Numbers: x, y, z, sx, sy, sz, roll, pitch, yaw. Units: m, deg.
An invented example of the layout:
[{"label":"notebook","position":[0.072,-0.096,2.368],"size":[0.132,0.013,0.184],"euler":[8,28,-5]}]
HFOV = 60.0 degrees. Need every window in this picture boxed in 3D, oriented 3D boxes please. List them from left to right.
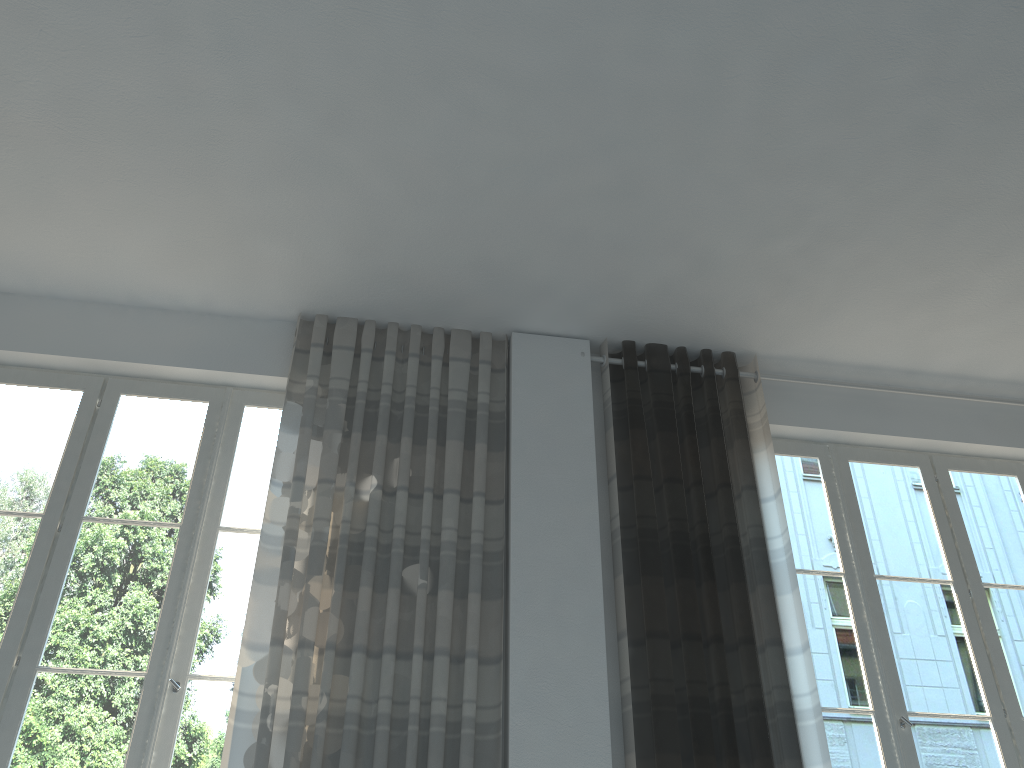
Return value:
[{"label":"window","position":[4.912,4.392,21.632],"size":[18.531,18.432,32.994],"euler":[3,-34,-4]},{"label":"window","position":[2.104,1.160,3.924],"size":[1.983,1.997,0.074],"euler":[6,-34,-8]}]

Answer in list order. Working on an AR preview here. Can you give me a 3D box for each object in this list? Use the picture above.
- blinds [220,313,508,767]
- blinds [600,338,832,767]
[{"label":"blinds","position":[-0.515,1.030,3.274],"size":[1.026,3.242,0.184],"euler":[6,-34,-8]},{"label":"blinds","position":[0.798,1.178,3.443],"size":[0.776,3.212,0.140],"euler":[6,-34,-8]}]
